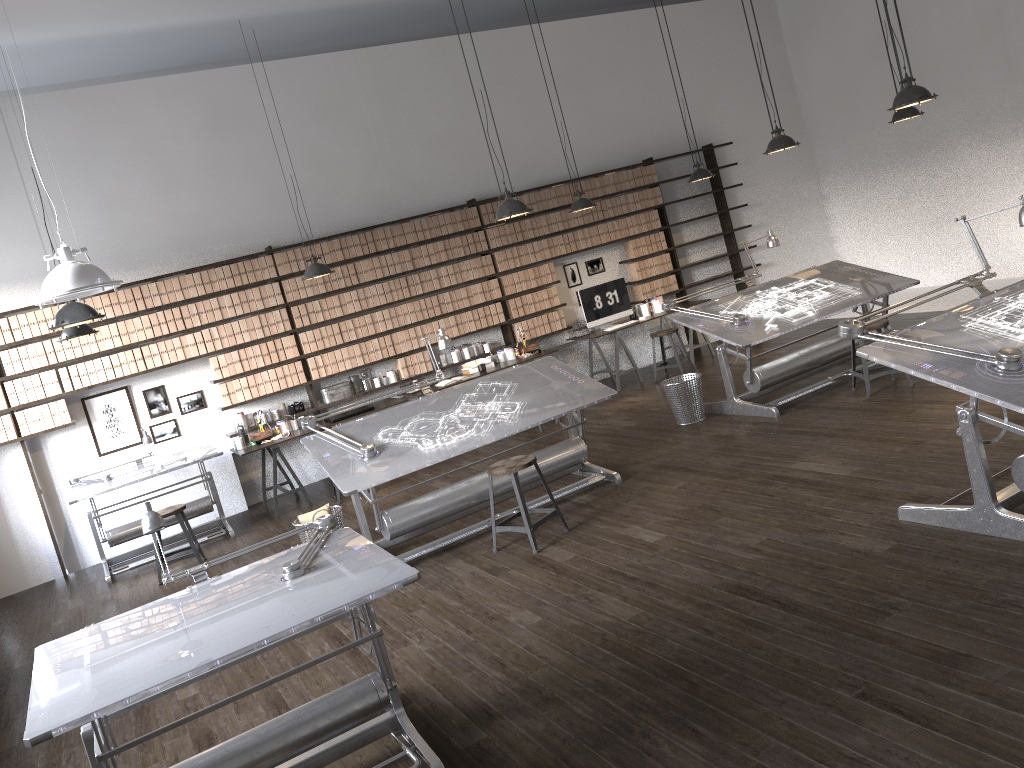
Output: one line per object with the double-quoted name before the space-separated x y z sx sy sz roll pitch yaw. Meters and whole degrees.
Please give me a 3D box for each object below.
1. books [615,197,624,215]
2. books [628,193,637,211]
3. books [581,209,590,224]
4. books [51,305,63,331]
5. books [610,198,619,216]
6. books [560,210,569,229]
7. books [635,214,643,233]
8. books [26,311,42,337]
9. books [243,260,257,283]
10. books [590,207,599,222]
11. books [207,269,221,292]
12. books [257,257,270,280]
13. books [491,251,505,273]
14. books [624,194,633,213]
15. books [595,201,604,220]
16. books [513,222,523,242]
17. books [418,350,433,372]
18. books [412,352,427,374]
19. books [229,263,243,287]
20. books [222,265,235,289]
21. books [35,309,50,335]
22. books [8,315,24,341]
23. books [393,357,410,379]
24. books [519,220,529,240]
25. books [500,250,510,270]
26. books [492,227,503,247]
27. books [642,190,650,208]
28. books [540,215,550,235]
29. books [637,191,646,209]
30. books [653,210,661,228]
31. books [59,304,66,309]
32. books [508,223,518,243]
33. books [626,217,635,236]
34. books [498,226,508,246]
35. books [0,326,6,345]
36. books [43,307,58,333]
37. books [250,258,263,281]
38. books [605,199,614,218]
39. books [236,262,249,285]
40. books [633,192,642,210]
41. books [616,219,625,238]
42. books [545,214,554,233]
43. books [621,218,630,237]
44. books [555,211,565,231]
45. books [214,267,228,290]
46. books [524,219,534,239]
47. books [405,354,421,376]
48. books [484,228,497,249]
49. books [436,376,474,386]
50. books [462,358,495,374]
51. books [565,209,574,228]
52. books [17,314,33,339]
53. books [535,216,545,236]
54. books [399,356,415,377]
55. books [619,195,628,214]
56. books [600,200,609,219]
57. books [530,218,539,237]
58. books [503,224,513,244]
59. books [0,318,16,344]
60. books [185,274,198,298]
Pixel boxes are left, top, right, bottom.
"books" 1.252 -2.140 10.719 0.067 0.224 0.174 -18 7 -25
"books" 1.423 -2.198 10.801 0.067 0.224 0.174 -18 7 -25
"books" 0.824 -1.992 10.496 0.067 0.225 0.174 -18 7 -25
"books" -4.111 -0.593 8.033 0.067 0.224 0.174 -18 7 -25
"books" 1.191 -2.119 10.688 0.067 0.224 0.174 -18 7 -25
"books" 0.577 -1.908 10.378 0.067 0.224 0.174 -18 7 -25
"books" 1.509 -1.946 10.835 0.067 0.224 0.174 -18 7 -25
"books" -4.288 -0.532 7.945 0.067 0.224 0.174 -18 7 -25
"books" -2.612 -1.106 8.786 0.067 0.224 0.174 -18 7 -25
"books" 0.940 -2.033 10.563 0.067 0.224 0.174 -18 7 -25
"books" -2.916 -1.002 8.636 0.067 0.224 0.174 -18 7 -25
"books" -2.492 -1.147 8.845 0.067 0.224 0.174 -18 7 -25
"books" -0.172 -1.370 9.989 0.067 0.224 0.174 -18 7 -25
"books" 1.368 -2.179 10.775 0.067 0.224 0.174 -18 7 -25
"books" 1.007 -2.055 10.590 0.067 0.225 0.174 -18 7 -25
"books" 0.039 -1.724 10.103 0.067 0.225 0.174 -18 7 -25
"books" -0.940 -0.249 9.570 0.067 0.224 0.174 -18 7 -25
"books" -0.999 -0.228 9.535 0.067 0.224 0.174 -18 7 -25
"books" -2.729 -1.065 8.722 0.067 0.225 0.174 -18 7 -25
"books" -2.791 -1.044 8.691 0.067 0.224 0.174 -18 7 -25
"books" -4.226 -0.553 7.976 0.067 0.224 0.174 -18 7 -25
"books" -4.410 -0.490 7.884 0.067 0.224 0.174 -18 7 -25
"books" -1.178 -0.166 9.443 0.067 0.225 0.174 -18 7 -25
"books" 0.101 -1.746 10.141 0.067 0.224 0.174 -18 7 -25
"books" -0.116 -1.389 10.012 0.067 0.225 0.174 -18 7 -25
"books" -0.197 -1.642 9.983 0.067 0.224 0.174 -18 7 -25
"books" 1.604 -2.260 10.897 0.067 0.224 0.174 -18 7 -25
"books" 0.345 -1.828 10.256 0.067 0.225 0.174 -18 7 -25
"books" 1.544 -2.240 10.865 0.067 0.224 0.174 -18 7 -25
"books" 1.747 -2.027 10.951 0.067 0.224 0.174 -18 7 -25
"books" -4.056 -0.611 8.058 0.067 0.224 0.174 -18 7 -25
"books" -0.027 -1.702 10.076 0.067 0.224 0.174 -18 7 -25
"books" 1.394 -1.906 10.773 0.067 0.225 0.174 -18 7 -25
"books" -0.135 -1.664 10.014 0.067 0.225 0.174 -18 7 -25
"books" -4.538 -0.446 7.820 0.067 0.224 0.174 -18 7 -25
"books" -4.166 -0.573 8.000 0.067 0.225 0.174 -18 7 -25
"books" -2.553 -1.126 8.818 0.067 0.224 0.174 -18 7 -25
"books" 1.132 -2.098 10.654 0.067 0.224 0.174 -18 7 -25
"books" -2.676 -1.084 8.753 0.067 0.224 0.174 -18 7 -25
"books" 1.486 -2.219 10.831 0.067 0.225 0.174 -18 7 -25
"books" 1.271 -1.865 10.718 0.067 0.224 0.174 -18 7 -25
"books" 0.400 -1.848 10.289 0.067 0.224 0.174 -18 7 -25
"books" 1.332 -1.886 10.746 0.067 0.224 0.174 -18 7 -25
"books" 0.518 -1.888 10.344 0.067 0.225 0.174 -18 7 -25
"books" -2.855 -1.023 8.662 0.067 0.224 0.174 -18 7 -25
"books" 0.164 -1.767 10.167 0.067 0.224 0.174 -18 7 -25
"books" -1.062 -0.207 9.508 0.067 0.224 0.174 -18 7 -25
"books" -0.261 -1.621 9.955 0.067 0.224 0.174 -18 7 -25
"books" -0.602 -0.040 9.169 0.357 0.029 0.256 -19 9 -25
"books" -0.353 -0.212 9.495 0.296 0.147 0.385 -19 8 -25
"books" 0.636 -1.929 10.410 0.067 0.224 0.174 -18 7 -25
"books" -4.347 -0.511 7.911 0.067 0.224 0.174 -18 7 -25
"books" 0.284 -1.808 10.232 0.067 0.224 0.174 -18 7 -25
"books" -1.123 -0.186 9.477 0.067 0.224 0.174 -18 7 -25
"books" 1.312 -2.159 10.742 0.067 0.225 0.174 -18 7 -25
"books" 1.069 -2.077 10.627 0.067 0.224 0.174 -18 7 -25
"books" 0.223 -1.787 10.201 0.067 0.224 0.174 -18 7 -25
"books" -0.082 -1.682 10.046 0.067 0.224 0.174 -18 7 -25
"books" -4.472 -0.468 7.847 0.067 0.225 0.174 -18 7 -25
"books" -3.097 -0.939 8.540 0.067 0.224 0.174 -18 7 -25
